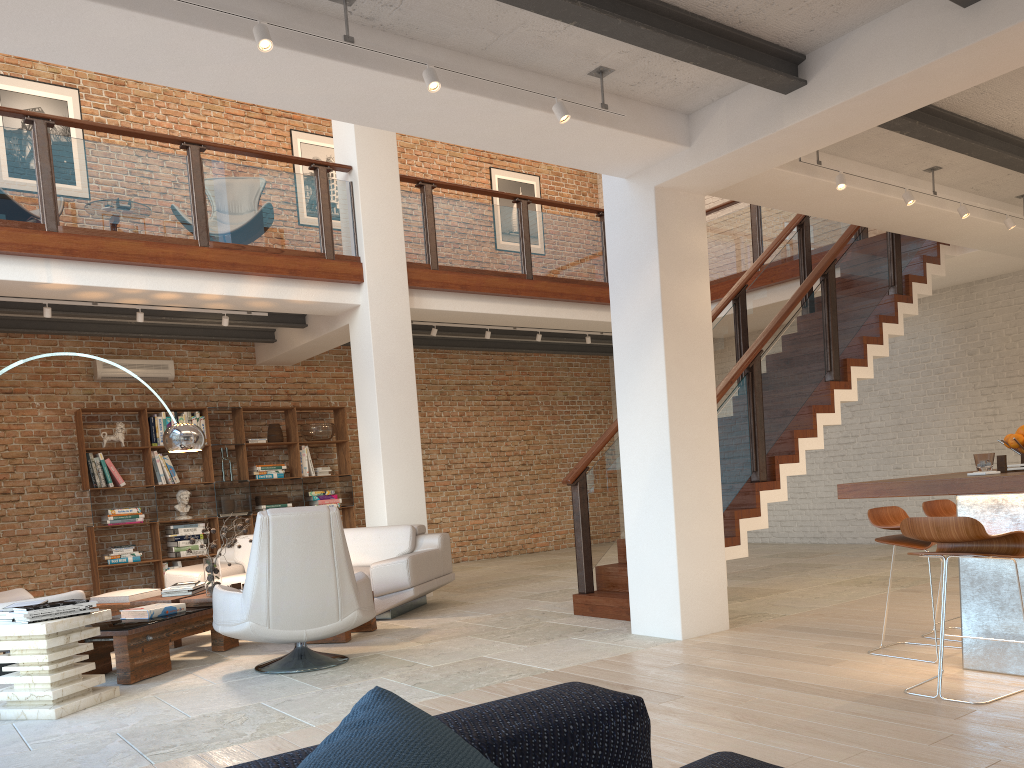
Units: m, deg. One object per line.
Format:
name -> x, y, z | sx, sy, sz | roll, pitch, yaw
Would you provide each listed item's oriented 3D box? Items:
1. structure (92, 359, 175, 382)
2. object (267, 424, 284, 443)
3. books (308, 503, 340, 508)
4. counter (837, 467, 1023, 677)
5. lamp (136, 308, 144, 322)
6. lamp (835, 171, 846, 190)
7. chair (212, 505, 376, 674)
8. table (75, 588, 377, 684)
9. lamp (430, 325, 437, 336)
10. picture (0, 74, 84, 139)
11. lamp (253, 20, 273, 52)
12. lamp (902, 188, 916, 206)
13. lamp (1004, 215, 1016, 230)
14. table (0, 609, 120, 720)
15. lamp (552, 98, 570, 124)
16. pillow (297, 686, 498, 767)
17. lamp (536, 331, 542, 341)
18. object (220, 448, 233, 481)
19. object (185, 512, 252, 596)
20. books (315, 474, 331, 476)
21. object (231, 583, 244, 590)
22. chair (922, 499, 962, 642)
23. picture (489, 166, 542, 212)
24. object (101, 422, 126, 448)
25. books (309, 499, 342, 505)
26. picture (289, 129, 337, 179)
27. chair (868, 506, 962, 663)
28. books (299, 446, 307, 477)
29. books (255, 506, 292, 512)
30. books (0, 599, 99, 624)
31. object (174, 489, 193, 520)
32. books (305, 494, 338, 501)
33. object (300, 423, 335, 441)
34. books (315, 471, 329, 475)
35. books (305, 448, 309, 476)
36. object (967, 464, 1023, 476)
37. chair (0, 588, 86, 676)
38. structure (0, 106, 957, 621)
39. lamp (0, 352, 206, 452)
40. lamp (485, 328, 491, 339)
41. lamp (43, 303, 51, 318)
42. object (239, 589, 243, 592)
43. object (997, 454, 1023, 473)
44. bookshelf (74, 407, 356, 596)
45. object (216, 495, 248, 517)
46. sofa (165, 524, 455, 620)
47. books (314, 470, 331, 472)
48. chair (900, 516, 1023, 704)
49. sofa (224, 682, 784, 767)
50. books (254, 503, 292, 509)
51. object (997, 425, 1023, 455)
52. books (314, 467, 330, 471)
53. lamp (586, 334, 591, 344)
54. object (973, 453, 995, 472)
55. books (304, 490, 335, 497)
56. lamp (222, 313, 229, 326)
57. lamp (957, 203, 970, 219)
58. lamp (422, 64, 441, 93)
structure -> -4.224, -0.150, 9.756 | 0.808, 0.219, 0.201 | 0, -3, -36
object -> -2.863, 0.600, 10.532 | 0.193, 0.233, 0.193 | -4, 0, 11
books -> -2.370, 1.543, 10.979 | 0.325, 0.055, 0.257 | 0, -8, -34
counter -> 3.017, 0.781, 3.727 | 1.677, 0.918, 2.520 | -1, -6, -36
lamp -> -3.335, -0.609, 7.817 | 0.060, 0.129, 0.086 | -6, 1, -34
lamp -> 2.077, -1.283, 5.507 | 0.059, 0.129, 0.086 | -4, 1, 14
chair -> -1.326, 1.262, 5.386 | 1.023, 1.016, 0.977 | -4, -1, -20
table -> -2.322, 1.718, 6.231 | 2.214, 0.428, 1.972 | -6, -6, 15
lamp -> -0.860, -0.580, 9.607 | 0.086, 0.129, 0.059 | -4, 2, 24
picture -> -5.030, -2.611, 9.246 | 0.907, 1.198, 0.027 | -4, 3, -36
lamp -> -0.946, -1.326, 3.308 | 0.060, 0.121, 0.086 | -5, 1, -34
lamp -> 2.711, -1.277, 5.957 | 0.060, 0.129, 0.086 | -6, 1, -34
lamp -> 3.891, -1.262, 6.815 | 0.086, 0.129, 0.059 | -4, 2, 24
table -> -2.548, 1.526, 4.771 | 0.497, 0.504, 0.494 | -5, -1, 14
lamp -> 0.235, -1.306, 4.167 | 0.086, 0.129, 0.059 | -4, 2, 24
pillow -> -0.133, 0.590, 1.079 | 0.378, 0.327, 0.564 | -5, -4, 14
lamp -> 0.321, -0.566, 10.466 | 0.060, 0.129, 0.086 | -6, 1, -34
object -> -3.343, 0.942, 10.197 | 0.120, 0.400, 0.062 | -6, 4, -33
object -> -2.143, 1.268, 6.544 | 0.318, 0.607, 0.539 | -3, 0, 25
books -> -2.390, 1.149, 10.962 | 0.170, 0.019, 0.238 | -1, -8, -28
object -> -1.969, 1.493, 6.355 | 0.115, 0.082, 0.093 | -6, -3, 26
chair -> 2.541, 1.027, 4.865 | 0.401, 0.776, 0.424 | -5, 2, -36
picture -> 0.087, -2.551, 12.952 | 0.907, 1.198, 0.027 | -4, 3, -36
object -> -4.331, 0.551, 9.478 | 0.250, 0.283, 0.131 | -4, 2, -28
books -> -2.354, 1.487, 10.990 | 0.325, 0.055, 0.257 | 1, -8, -41
picture -> -2.359, -2.580, 11.181 | 0.907, 1.198, 0.027 | -4, 3, -36
chair -> 2.107, 1.022, 4.551 | 0.401, 0.776, 0.424 | -5, 2, -36
books -> -2.612, 0.962, 10.784 | 0.036, 0.384, 0.245 | -7, 2, -37
books -> -2.902, 1.526, 10.614 | 0.378, 0.036, 0.246 | 2, -9, -41
books -> -2.603, 1.242, 4.798 | 0.573, 0.079, 0.388 | -9, -8, 38
object -> -3.763, 1.378, 9.956 | 0.195, 0.350, 0.194 | -5, 1, -21
books -> -2.401, 1.432, 10.969 | 0.325, 0.055, 0.257 | 0, -8, -36
object -> -2.426, 0.617, 10.902 | 0.439, 0.219, 0.436 | -5, -5, 5
books -> -2.390, 1.120, 10.944 | 0.132, 0.034, 0.208 | -1, -7, -26
books -> -2.594, 0.977, 10.809 | 0.020, 0.359, 0.273 | -7, 2, -37
object -> 2.228, 0.399, 4.050 | 0.393, 0.035, 0.200 | 0, -8, -32
chair -> -3.596, 1.494, 5.928 | 1.034, 0.999, 0.977 | -5, -2, 38
structure -> 1.621, -0.514, 5.573 | 10.102, 4.133, 13.987 | 0, -7, -36
lamp -> -3.408, 0.926, 6.917 | 2.032, 2.356, 0.316 | -4, 4, 1
lamp -> -0.279, -0.573, 10.031 | 0.060, 0.129, 0.086 | -6, 1, -34
lamp -> -3.936, -0.621, 7.383 | 0.060, 0.121, 0.086 | -5, 1, -34
object -> -1.860, 1.514, 6.402 | 0.250, 0.035, 0.271 | -7, -7, 26
object -> 2.355, 0.371, 4.090 | 0.115, 0.082, 0.094 | -5, -2, 9
bookshelf -> -3.333, 1.390, 10.255 | 3.017, 2.200, 0.366 | -2, 2, -36
object -> -3.320, 1.436, 10.245 | 0.334, 0.233, 0.286 | -2, -3, -36
sofa -> -1.792, 1.710, 7.868 | 2.338, 0.757, 1.143 | -6, -4, 14
books -> -2.388, 1.095, 10.950 | 0.170, 0.019, 0.239 | 0, -8, -33
chair -> 1.934, 0.941, 3.761 | 0.419, 0.776, 0.406 | -5, 2, -36
sofa -> 1.279, 0.619, 0.190 | 2.069, 0.659, 3.988 | 0, -8, -36
books -> -2.896, 1.484, 10.575 | 0.378, 0.036, 0.246 | 1, -8, -37
object -> 2.575, 0.303, 4.241 | 0.365, 0.222, 0.365 | -6, -4, 19
books -> -2.393, 1.068, 10.940 | 0.208, 0.034, 0.132 | -10, -9, 44
lamp -> 0.955, -0.560, 10.916 | 0.059, 0.129, 0.086 | -4, 1, 14
object -> 2.209, 0.367, 4.077 | 0.091, 0.085, 0.091 | -4, -2, -21
books -> -2.418, 1.376, 10.955 | 0.325, 0.055, 0.257 | -1, -7, -26
lamp -> -2.721, -0.607, 8.274 | 0.060, 0.116, 0.095 | -5, 0, -30
lamp -> 3.311, -1.270, 6.392 | 0.060, 0.129, 0.086 | -6, 1, -34
lamp -> -0.346, -1.313, 3.743 | 0.060, 0.129, 0.086 | -6, 1, -34
